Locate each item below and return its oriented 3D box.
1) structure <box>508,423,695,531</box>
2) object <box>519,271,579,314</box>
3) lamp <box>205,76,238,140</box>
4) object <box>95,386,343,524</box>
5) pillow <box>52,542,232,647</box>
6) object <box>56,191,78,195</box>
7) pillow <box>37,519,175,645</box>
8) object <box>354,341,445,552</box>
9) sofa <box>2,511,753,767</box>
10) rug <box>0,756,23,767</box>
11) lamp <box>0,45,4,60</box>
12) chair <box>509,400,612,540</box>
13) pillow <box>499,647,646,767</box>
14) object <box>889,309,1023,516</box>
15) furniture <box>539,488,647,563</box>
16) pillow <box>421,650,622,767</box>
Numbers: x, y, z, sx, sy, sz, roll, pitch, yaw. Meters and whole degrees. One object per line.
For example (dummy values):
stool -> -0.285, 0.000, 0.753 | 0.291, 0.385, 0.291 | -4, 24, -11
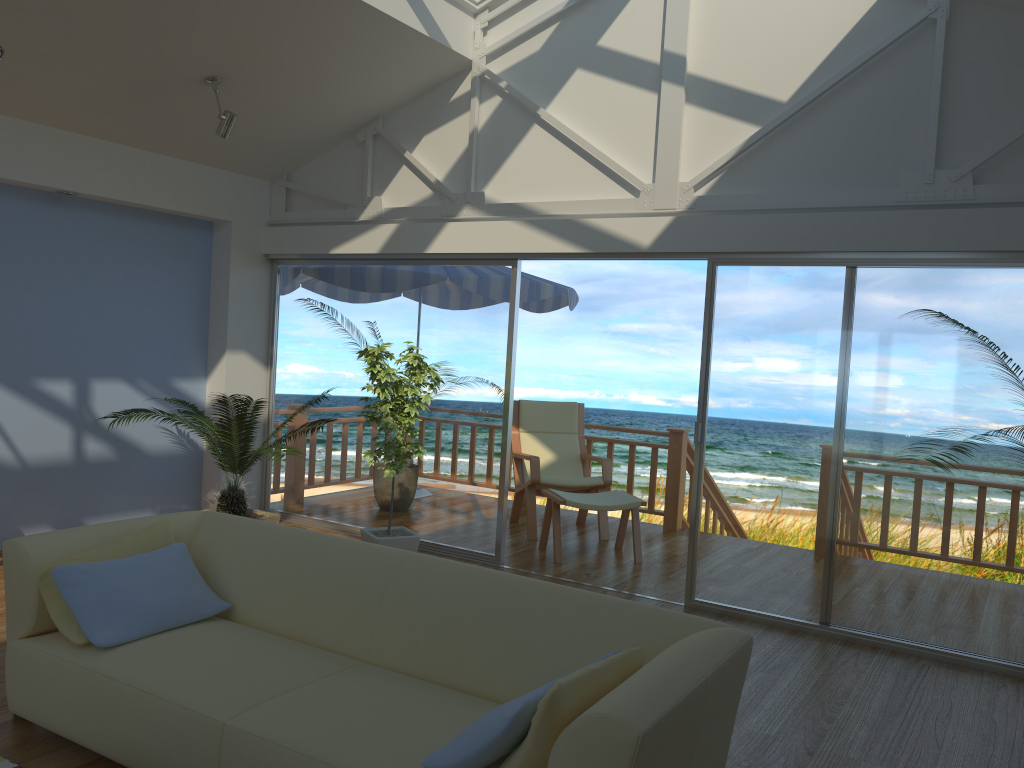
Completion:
structure -> 1.884, 1.287, 7.049 | 6.950, 2.064, 4.086 | 5, 3, 31
object -> -0.865, -0.154, 8.070 | 2.775, 2.341, 2.775 | 1, 3, -36
lamp -> -1.708, -1.623, 5.222 | 0.194, 0.353, 0.125 | 4, 3, 14
object -> -1.834, 0.520, 5.729 | 1.413, 1.093, 1.488 | 4, 3, 14
pillow -> -1.292, 0.738, 3.148 | 0.272, 0.244, 0.566 | 5, 3, 29
object -> -2.741, -1.195, 5.467 | 0.122, 0.050, 0.122 | 4, 3, 14
pillow -> -1.376, 0.694, 3.189 | 0.275, 0.312, 0.571 | 5, 3, 29
object -> -0.705, 0.442, 5.398 | 0.495, 1.409, 0.699 | 4, 3, 4
sofa -> -0.567, 0.911, 2.860 | 2.448, 0.597, 0.950 | 5, 3, 31
rug -> -1.270, 1.271, 1.804 | 2.100, 0.018, 1.400 | 5, 3, 31
lamp -> -2.408, -1.624, 4.015 | 0.254, 0.327, 0.118 | 4, 3, 14
chair -> 0.355, 0.648, 6.998 | 0.632, 0.982, 0.859 | 3, 3, -14
pillow -> 0.143, 0.825, 2.257 | 0.201, 0.311, 0.559 | 5, 3, 31
object -> 2.258, 0.569, 3.234 | 1.706, 1.695, 1.563 | 4, 3, 23
furniture -> 0.549, 0.975, 6.138 | 0.619, 0.427, 0.449 | 3, 3, -14
pillow -> 0.040, 0.853, 2.333 | 0.272, 0.244, 0.566 | 5, 3, 34
